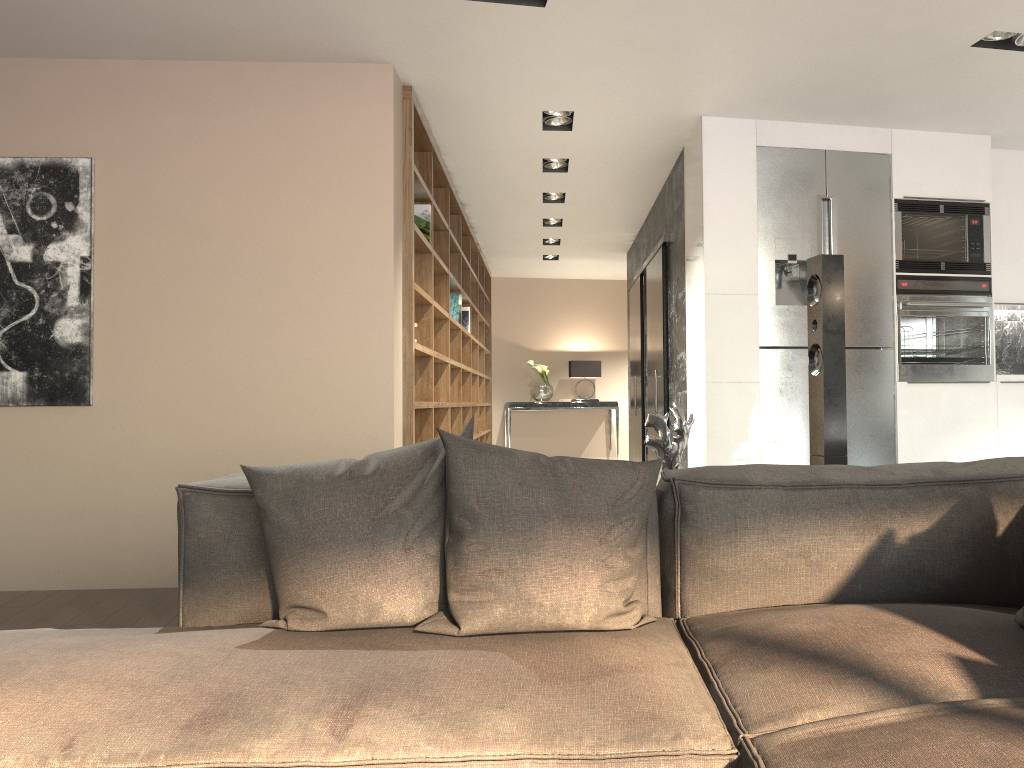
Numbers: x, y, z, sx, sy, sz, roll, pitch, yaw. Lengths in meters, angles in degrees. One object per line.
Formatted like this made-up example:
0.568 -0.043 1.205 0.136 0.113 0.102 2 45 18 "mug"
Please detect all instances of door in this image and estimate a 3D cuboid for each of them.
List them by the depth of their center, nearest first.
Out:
1.182 -0.020 7.762 0.129 2.056 2.839 0 -1 2 "door"

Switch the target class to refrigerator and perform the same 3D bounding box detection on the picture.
1.845 -0.218 5.493 0.893 2.343 0.571 0 -2 -11 "refrigerator"

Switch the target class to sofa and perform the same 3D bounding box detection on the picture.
0.076 0.514 1.011 2.744 0.704 2.478 0 -1 0 "sofa"

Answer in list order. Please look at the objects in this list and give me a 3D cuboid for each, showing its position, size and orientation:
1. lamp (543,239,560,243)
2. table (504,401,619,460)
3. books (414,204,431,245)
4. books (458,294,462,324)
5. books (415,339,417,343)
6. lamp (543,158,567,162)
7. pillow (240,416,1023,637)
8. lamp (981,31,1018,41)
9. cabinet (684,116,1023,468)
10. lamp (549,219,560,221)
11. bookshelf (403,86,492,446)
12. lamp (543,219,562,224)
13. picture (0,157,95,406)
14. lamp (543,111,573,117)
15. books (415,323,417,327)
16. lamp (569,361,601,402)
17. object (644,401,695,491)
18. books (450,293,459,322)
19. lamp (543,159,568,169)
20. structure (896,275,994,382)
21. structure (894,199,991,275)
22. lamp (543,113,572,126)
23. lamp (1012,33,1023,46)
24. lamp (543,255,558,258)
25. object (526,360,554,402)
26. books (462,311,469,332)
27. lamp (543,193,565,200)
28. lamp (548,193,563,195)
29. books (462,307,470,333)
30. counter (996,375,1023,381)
0.410 -1.498 9.110 0.177 0.077 0.176 0 -1 0 "lamp"
0.640 0.663 11.363 1.463 0.866 0.436 0 -2 -12 "table"
-0.595 -0.974 5.396 0.193 0.248 0.043 0 -2 -3 "books"
-0.513 -0.612 7.231 0.194 0.245 0.028 0 -2 -3 "books"
-0.631 -0.233 4.826 0.163 0.022 0.195 0 -1 -29 "books"
0.299 -1.566 6.036 0.168 0.077 0.186 -1 -2 35 "lamp"
0.558 0.268 1.516 1.988 0.431 1.114 -2 -2 42 "pillow"
2.245 -1.628 4.057 0.181 0.077 0.173 0 -1 -10 "lamp"
3.659 -0.374 2.772 4.540 2.501 6.779 0 -1 -9 "cabinet"
0.369 -1.523 7.967 0.180 0.077 0.174 0 -1 -7 "lamp"
-0.526 -0.221 7.759 0.291 2.491 6.533 0 -1 2 "bookshelf"
0.375 -1.519 8.146 0.177 0.077 0.176 0 -1 0 "lamp"
-2.347 -0.479 4.105 0.757 1.166 0.028 0 -2 -3 "picture"
0.265 -1.588 5.071 0.168 0.077 0.186 -1 -2 35 "lamp"
-0.630 -0.319 4.828 0.163 0.020 0.195 0 -1 -29 "books"
0.949 -0.036 11.422 0.408 0.528 0.280 0 -2 -11 "lamp"
0.495 0.196 2.679 0.300 0.288 0.269 1 -2 -40 "object"
-0.535 -0.620 7.209 0.202 0.260 0.014 0 -2 -3 "books"
0.305 -1.562 6.214 0.168 0.077 0.186 -1 -2 36 "lamp"
2.631 -0.332 5.654 0.679 0.651 0.636 0 -2 -10 "structure"
2.622 -0.896 5.716 0.675 0.450 0.599 0 -1 -10 "structure"
0.271 -1.584 5.250 0.168 0.077 0.186 -1 -2 36 "lamp"
2.425 -1.629 4.097 0.185 0.077 0.169 0 -2 -27 "lamp"
0.440 -1.476 10.068 0.177 0.077 0.176 0 -1 0 "lamp"
0.377 -0.042 11.329 0.339 0.546 0.280 1 -2 -35 "object"
-0.475 -0.572 8.114 0.156 0.205 0.022 0 -2 -3 "books"
0.341 -1.541 7.176 0.177 0.077 0.176 0 -1 0 "lamp"
0.334 -1.545 6.998 0.180 0.077 0.174 0 -1 -7 "lamp"
-0.476 -0.590 8.135 0.175 0.244 0.019 0 -2 -3 "books"
4.368 -0.074 4.366 2.748 0.041 3.947 0 -1 -9 "counter"
